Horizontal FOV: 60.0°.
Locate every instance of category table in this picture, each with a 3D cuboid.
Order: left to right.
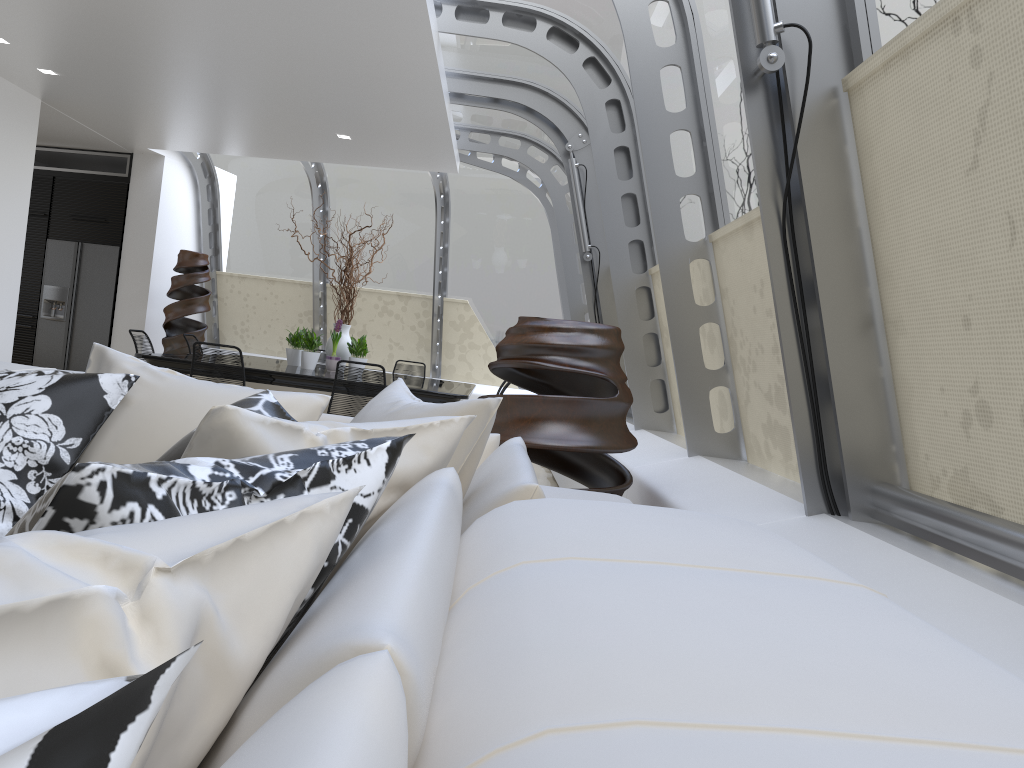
[{"bbox_3d":[-1.640,0.264,8.061,2.494,0.759,3.031,7,1,-1],"label":"table"}]

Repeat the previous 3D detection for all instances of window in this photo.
[{"bbox_3d":[-6.193,-1.316,5.141,16.693,3.674,16.171,7,1,5],"label":"window"}]

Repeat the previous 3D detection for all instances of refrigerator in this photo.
[{"bbox_3d":[-5.164,-0.806,10.608,1.006,1.742,0.234,8,1,12],"label":"refrigerator"}]

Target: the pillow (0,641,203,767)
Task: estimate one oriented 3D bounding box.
[{"bbox_3d":[-0.408,0.302,0.135,0.383,0.463,0.606,8,1,18],"label":"pillow"}]

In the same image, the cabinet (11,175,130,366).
[{"bbox_3d":[-5.634,-1.220,11.019,2.252,2.558,0.831,8,1,13],"label":"cabinet"}]

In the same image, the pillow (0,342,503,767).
[{"bbox_3d":[-0.562,0.239,1.106,1.656,0.530,3.322,6,2,-31],"label":"pillow"}]

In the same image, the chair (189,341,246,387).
[{"bbox_3d":[-2.074,-0.031,6.448,0.446,0.519,0.688,7,1,-1],"label":"chair"}]

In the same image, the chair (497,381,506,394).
[{"bbox_3d":[-0.378,0.130,8.775,0.688,0.519,0.446,7,1,-1],"label":"chair"}]

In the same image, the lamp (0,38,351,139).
[{"bbox_3d":[-6.196,-2.746,3.172,9.775,0.004,9.928,7,1,-1],"label":"lamp"}]

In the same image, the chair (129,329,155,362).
[{"bbox_3d":[-2.846,-0.155,7.437,0.688,0.519,0.446,7,1,-1],"label":"chair"}]

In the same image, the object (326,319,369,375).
[{"bbox_3d":[-1.430,-0.324,7.910,0.417,0.476,0.238,8,2,27],"label":"object"}]

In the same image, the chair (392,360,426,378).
[{"bbox_3d":[-1.152,0.010,9.601,0.446,0.519,0.688,7,1,-1],"label":"chair"}]

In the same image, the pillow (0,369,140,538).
[{"bbox_3d":[-1.216,0.166,1.930,0.604,0.471,0.394,8,1,14],"label":"pillow"}]

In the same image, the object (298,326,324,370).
[{"bbox_3d":[-1.773,-0.314,7.769,0.215,0.369,0.284,8,2,32],"label":"object"}]

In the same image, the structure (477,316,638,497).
[{"bbox_3d":[0.132,0.379,3.451,0.672,1.258,0.674,7,2,-24],"label":"structure"}]

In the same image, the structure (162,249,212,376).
[{"bbox_3d":[-3.714,-0.584,10.052,0.498,1.843,0.493,8,1,10],"label":"structure"}]

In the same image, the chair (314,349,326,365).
[{"bbox_3d":[-2.070,-0.108,9.577,0.446,0.519,0.688,7,1,-1],"label":"chair"}]

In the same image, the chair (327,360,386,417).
[{"bbox_3d":[-1.084,0.096,6.473,0.446,0.519,0.688,7,1,-1],"label":"chair"}]

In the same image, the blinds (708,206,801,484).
[{"bbox_3d":[0.999,-0.127,3.304,0.329,1.027,1.430,7,1,-1],"label":"blinds"}]

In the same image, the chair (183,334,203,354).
[{"bbox_3d":[-2.874,-0.190,8.713,0.688,0.519,0.446,7,1,-1],"label":"chair"}]

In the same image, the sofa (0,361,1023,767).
[{"bbox_3d":[-1.198,0.449,0.756,3.257,0.866,4.169,7,1,-2],"label":"sofa"}]

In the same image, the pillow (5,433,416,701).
[{"bbox_3d":[-0.426,0.271,1.009,0.382,0.467,0.608,8,1,18],"label":"pillow"}]

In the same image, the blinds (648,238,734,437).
[{"bbox_3d":[0.966,-0.169,4.843,0.329,1.027,1.430,7,1,-1],"label":"blinds"}]

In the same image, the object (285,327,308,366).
[{"bbox_3d":[-1.987,-0.352,8.196,0.215,0.369,0.284,8,2,37],"label":"object"}]

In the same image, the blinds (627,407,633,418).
[{"bbox_3d":[0.915,-0.308,6.376,0.387,1.214,1.376,7,1,-1],"label":"blinds"}]

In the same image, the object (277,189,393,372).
[{"bbox_3d":[-1.670,-0.904,8.070,1.031,1.549,1.135,7,1,-9],"label":"object"}]

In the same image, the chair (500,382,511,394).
[{"bbox_3d":[-0.351,0.165,7.500,0.688,0.519,0.446,7,1,-1],"label":"chair"}]

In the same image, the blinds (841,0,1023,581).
[{"bbox_3d":[1.016,-0.181,1.773,0.387,1.214,1.376,7,1,-1],"label":"blinds"}]

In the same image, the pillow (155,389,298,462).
[{"bbox_3d":[-0.588,0.262,1.750,0.405,0.483,0.599,6,2,-33],"label":"pillow"}]
